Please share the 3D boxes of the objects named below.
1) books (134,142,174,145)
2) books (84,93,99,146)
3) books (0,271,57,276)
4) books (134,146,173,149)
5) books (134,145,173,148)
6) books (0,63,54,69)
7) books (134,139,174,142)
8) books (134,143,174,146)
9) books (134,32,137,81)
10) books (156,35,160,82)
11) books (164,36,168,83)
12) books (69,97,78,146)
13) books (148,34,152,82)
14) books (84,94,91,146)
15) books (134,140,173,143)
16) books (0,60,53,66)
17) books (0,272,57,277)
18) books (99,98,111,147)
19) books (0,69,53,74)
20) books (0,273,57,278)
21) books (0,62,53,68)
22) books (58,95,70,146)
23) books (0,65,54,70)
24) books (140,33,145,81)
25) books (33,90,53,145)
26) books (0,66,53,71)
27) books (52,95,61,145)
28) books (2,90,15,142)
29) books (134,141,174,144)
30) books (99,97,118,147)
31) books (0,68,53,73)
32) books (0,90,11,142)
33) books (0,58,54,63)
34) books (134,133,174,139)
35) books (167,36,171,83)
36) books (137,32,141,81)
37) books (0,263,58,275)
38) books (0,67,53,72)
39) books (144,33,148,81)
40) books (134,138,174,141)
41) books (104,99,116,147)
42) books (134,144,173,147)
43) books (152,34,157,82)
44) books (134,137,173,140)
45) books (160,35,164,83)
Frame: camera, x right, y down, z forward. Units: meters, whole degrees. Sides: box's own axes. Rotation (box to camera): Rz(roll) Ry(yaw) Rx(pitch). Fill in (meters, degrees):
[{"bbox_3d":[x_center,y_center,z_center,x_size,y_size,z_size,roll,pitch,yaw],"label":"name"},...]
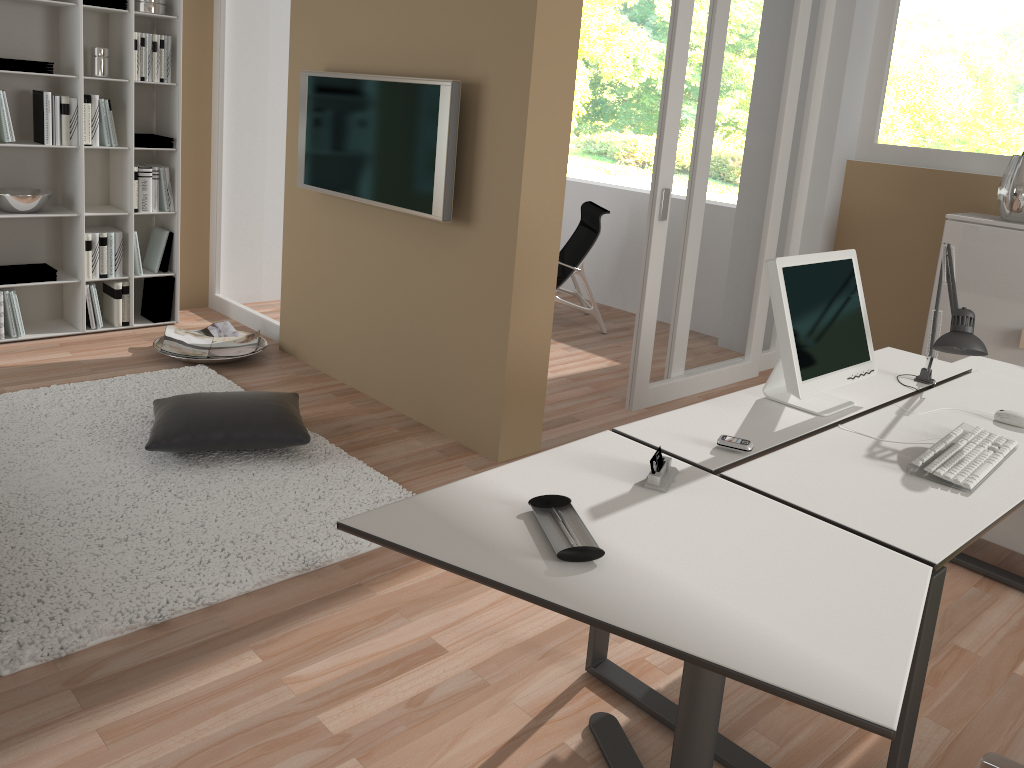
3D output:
[{"bbox_3d":[-2.124,-1.404,5.094,0.212,0.006,0.303,-12,24,-42],"label":"books"},{"bbox_3d":[-2.324,-1.456,4.843,0.040,0.269,0.211,-6,17,-43],"label":"books"},{"bbox_3d":[-2.651,-0.617,4.758,0.300,0.007,0.214,-12,24,-42],"label":"books"},{"bbox_3d":[-2.129,-1.383,5.099,0.212,0.007,0.303,-12,24,-42],"label":"books"},{"bbox_3d":[-2.127,-1.388,5.099,0.212,0.006,0.303,-12,24,-42],"label":"books"},{"bbox_3d":[-2.563,-1.648,4.549,0.300,0.006,0.214,-12,24,-42],"label":"books"},{"bbox_3d":[-2.121,-1.421,5.094,0.212,0.007,0.303,-12,24,-42],"label":"books"},{"bbox_3d":[-2.127,-1.400,5.098,0.212,0.006,0.303,-13,25,-43],"label":"books"},{"bbox_3d":[-2.132,-1.824,4.895,0.021,0.252,0.212,-6,17,-43],"label":"books"},{"bbox_3d":[-2.044,-1.846,4.988,0.021,0.252,0.211,-6,17,-43],"label":"books"},{"bbox_3d":[-2.012,-1.852,5.015,0.021,0.252,0.212,-6,17,-43],"label":"books"},{"bbox_3d":[-2.401,-1.424,4.760,0.040,0.245,0.211,-6,18,-43],"label":"books"},{"bbox_3d":[-2.074,-1.839,4.957,0.021,0.252,0.211,-6,17,-43],"label":"books"},{"bbox_3d":[-2.358,-1.446,4.811,0.054,0.266,0.211,-6,17,-42],"label":"books"},{"bbox_3d":[-2.126,-1.415,5.092,0.212,0.006,0.303,-11,24,-40],"label":"books"},{"bbox_3d":[-2.565,-1.665,4.548,0.300,0.007,0.214,-12,24,-42],"label":"books"},{"bbox_3d":[-2.657,-0.613,4.761,0.300,0.007,0.214,-12,24,-42],"label":"books"},{"bbox_3d":[-2.287,-1.454,4.876,0.060,0.253,0.211,-6,18,-43],"label":"books"},{"bbox_3d":[-2.566,-1.621,4.552,0.300,0.007,0.214,-12,24,-42],"label":"books"},{"bbox_3d":[-2.657,-0.608,4.762,0.300,0.007,0.214,-12,24,-42],"label":"books"},{"bbox_3d":[-2.563,-1.653,4.546,0.300,0.006,0.214,-11,24,-41],"label":"books"},{"bbox_3d":[-2.427,-1.419,4.726,0.040,0.252,0.211,-6,18,-42],"label":"books"},{"bbox_3d":[-2.564,-1.643,4.550,0.300,0.006,0.214,-12,24,-42],"label":"books"},{"bbox_3d":[-2.104,-1.832,4.927,0.021,0.252,0.211,-6,17,-43],"label":"books"},{"bbox_3d":[-2.490,-1.415,4.672,0.040,0.269,0.211,-6,17,-42],"label":"books"},{"bbox_3d":[-2.567,-1.637,4.549,0.300,0.006,0.214,-13,25,-44],"label":"books"},{"bbox_3d":[-2.461,-1.414,4.702,0.040,0.252,0.211,-6,18,-43],"label":"books"},{"bbox_3d":[-2.628,-1.389,4.549,0.058,0.251,0.212,-6,18,-42],"label":"books"},{"bbox_3d":[-2.124,-1.409,5.093,0.212,0.006,0.303,-12,24,-42],"label":"books"},{"bbox_3d":[-2.264,-1.464,4.914,0.058,0.251,0.212,-6,18,-42],"label":"books"},{"bbox_3d":[-2.566,-1.627,4.553,0.300,0.006,0.214,-12,24,-42],"label":"books"},{"bbox_3d":[-2.637,-1.382,4.525,0.060,0.253,0.212,-6,18,-42],"label":"books"},{"bbox_3d":[-2.559,-1.674,4.546,0.300,0.006,0.214,-12,24,-42],"label":"books"},{"bbox_3d":[-2.120,-1.434,5.086,0.212,0.006,0.303,-12,24,-42],"label":"books"},{"bbox_3d":[-1.996,-1.856,5.030,0.021,0.252,0.211,-6,17,-43],"label":"books"},{"bbox_3d":[-2.121,-1.829,4.915,0.021,0.252,0.211,-6,17,-43],"label":"books"},{"bbox_3d":[-2.651,-0.623,4.759,0.300,0.006,0.214,-12,24,-42],"label":"books"},{"bbox_3d":[-2.566,-1.632,4.552,0.300,0.006,0.214,-12,24,-42],"label":"books"},{"bbox_3d":[-2.090,-1.835,4.942,0.021,0.252,0.212,-6,17,-43],"label":"books"},{"bbox_3d":[-2.121,-1.425,5.093,0.212,0.007,0.303,-12,24,-42],"label":"books"},{"bbox_3d":[-2.266,-1.455,4.891,0.058,0.251,0.212,-6,18,-42],"label":"books"},{"bbox_3d":[-2.126,-1.394,5.097,0.212,0.006,0.303,-12,24,-42],"label":"books"},{"bbox_3d":[-2.054,-1.841,4.968,0.021,0.252,0.212,-6,17,-43],"label":"books"},{"bbox_3d":[-2.122,-1.429,5.087,0.212,0.007,0.303,-12,24,-42],"label":"books"},{"bbox_3d":[-2.027,-1.849,5.000,0.021,0.252,0.211,-6,17,-43],"label":"books"}]
